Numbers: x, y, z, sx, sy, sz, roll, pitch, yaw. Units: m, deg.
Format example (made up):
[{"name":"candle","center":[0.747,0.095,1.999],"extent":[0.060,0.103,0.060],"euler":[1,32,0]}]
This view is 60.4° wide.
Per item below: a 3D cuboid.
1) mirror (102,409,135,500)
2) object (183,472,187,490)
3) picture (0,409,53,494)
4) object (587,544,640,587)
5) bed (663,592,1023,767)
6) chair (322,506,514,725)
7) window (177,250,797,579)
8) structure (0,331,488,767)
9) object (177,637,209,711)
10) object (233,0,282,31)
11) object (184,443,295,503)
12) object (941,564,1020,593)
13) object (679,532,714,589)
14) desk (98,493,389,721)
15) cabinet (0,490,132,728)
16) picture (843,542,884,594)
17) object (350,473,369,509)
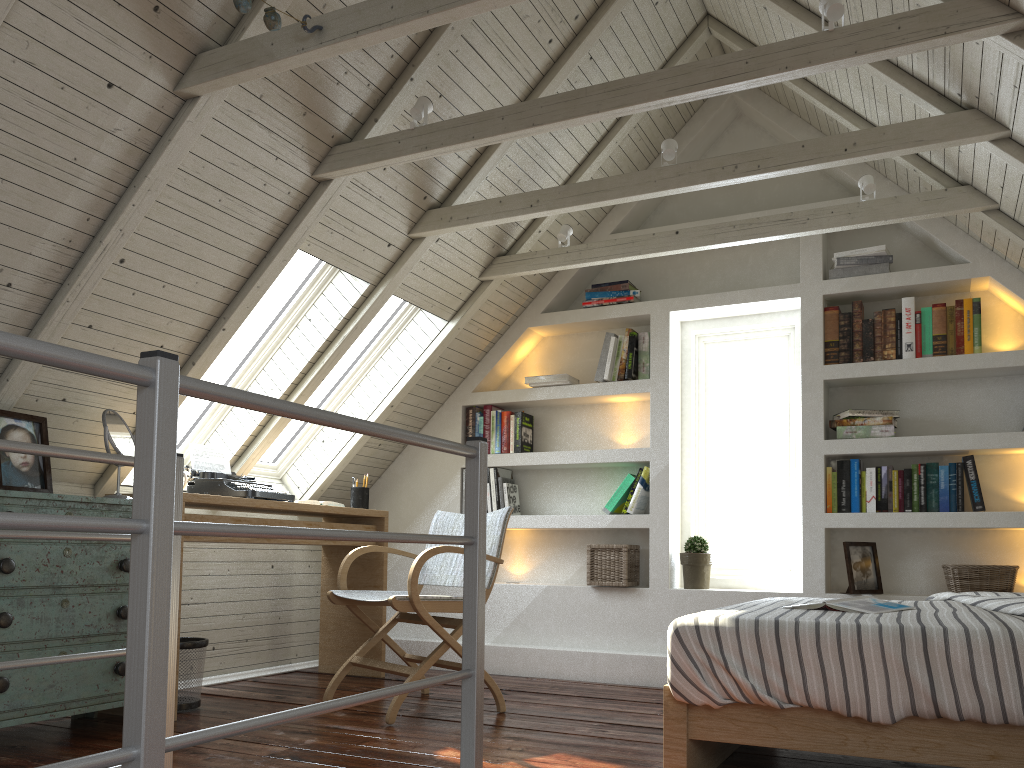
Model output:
[{"name":"mirror","center":[-1.351,0.245,3.029],"extent":[0.113,0.315,0.209],"euler":[2,-6,-20]},{"name":"object","center":[-1.272,0.364,3.285],"extent":[0.109,0.099,0.084],"euler":[4,-8,-23]},{"name":"picture","center":[-1.572,0.219,2.759],"extent":[0.147,0.256,0.204],"euler":[-1,-7,21]},{"name":"object","center":[0.498,0.889,4.315],"extent":[0.205,0.198,0.207],"euler":[-3,-8,26]},{"name":"bed","center":[1.528,0.748,2.475],"extent":[1.882,0.696,1.896],"euler":[-4,-11,26]},{"name":"chair","center":[-0.364,0.871,3.450],"extent":[0.563,0.782,0.554],"euler":[6,-8,-39]},{"name":"window","center":[-0.181,0.154,3.841],"extent":[3.094,1.359,1.422],"euler":[0,-8,4]},{"name":"structure","center":[-0.787,0.481,1.129],"extent":[0.838,0.983,1.660],"euler":[-2,-10,26]},{"name":"object","center":[-1.272,1.095,3.331],"extent":[0.224,0.249,0.227],"euler":[-2,-7,20]},{"name":"object","center":[-0.616,-0.881,1.960],"extent":[0.059,0.066,0.287],"euler":[-2,-11,25]},{"name":"object","center":[-1.124,0.369,3.660],"extent":[0.354,0.235,0.393],"euler":[-3,-10,21]},{"name":"object","center":[1.930,0.812,3.626],"extent":[0.283,0.132,0.180],"euler":[-2,-9,17]},{"name":"object","center":[0.875,0.836,4.167],"extent":[0.159,0.268,0.161],"euler":[-1,-6,19]},{"name":"desk","center":[-1.067,0.914,3.767],"extent":[0.378,0.795,1.340],"euler":[-2,-9,26]},{"name":"cabinet","center":[-1.522,0.732,2.751],"extent":[0.416,0.758,0.813],"euler":[-2,-8,26]},{"name":"picture","center":[1.482,0.791,3.781],"extent":[0.174,0.221,0.128],"euler":[4,-6,-24]},{"name":"object","center":[-0.738,0.525,4.270],"extent":[0.088,0.184,0.089],"euler":[2,-5,-10]}]
